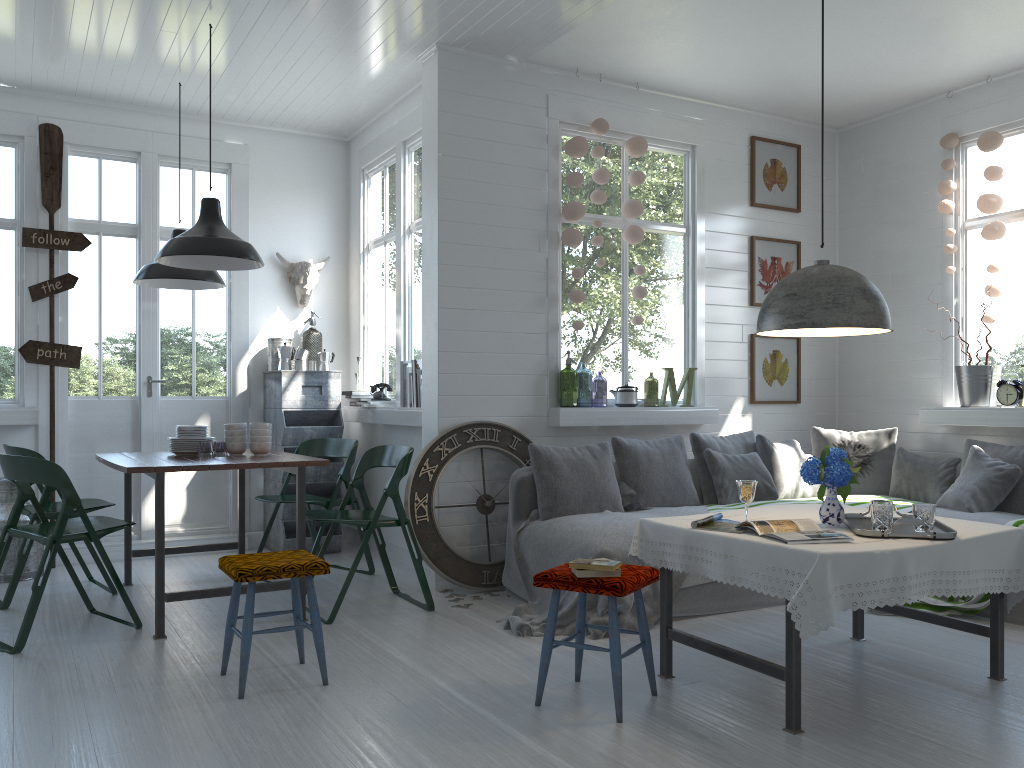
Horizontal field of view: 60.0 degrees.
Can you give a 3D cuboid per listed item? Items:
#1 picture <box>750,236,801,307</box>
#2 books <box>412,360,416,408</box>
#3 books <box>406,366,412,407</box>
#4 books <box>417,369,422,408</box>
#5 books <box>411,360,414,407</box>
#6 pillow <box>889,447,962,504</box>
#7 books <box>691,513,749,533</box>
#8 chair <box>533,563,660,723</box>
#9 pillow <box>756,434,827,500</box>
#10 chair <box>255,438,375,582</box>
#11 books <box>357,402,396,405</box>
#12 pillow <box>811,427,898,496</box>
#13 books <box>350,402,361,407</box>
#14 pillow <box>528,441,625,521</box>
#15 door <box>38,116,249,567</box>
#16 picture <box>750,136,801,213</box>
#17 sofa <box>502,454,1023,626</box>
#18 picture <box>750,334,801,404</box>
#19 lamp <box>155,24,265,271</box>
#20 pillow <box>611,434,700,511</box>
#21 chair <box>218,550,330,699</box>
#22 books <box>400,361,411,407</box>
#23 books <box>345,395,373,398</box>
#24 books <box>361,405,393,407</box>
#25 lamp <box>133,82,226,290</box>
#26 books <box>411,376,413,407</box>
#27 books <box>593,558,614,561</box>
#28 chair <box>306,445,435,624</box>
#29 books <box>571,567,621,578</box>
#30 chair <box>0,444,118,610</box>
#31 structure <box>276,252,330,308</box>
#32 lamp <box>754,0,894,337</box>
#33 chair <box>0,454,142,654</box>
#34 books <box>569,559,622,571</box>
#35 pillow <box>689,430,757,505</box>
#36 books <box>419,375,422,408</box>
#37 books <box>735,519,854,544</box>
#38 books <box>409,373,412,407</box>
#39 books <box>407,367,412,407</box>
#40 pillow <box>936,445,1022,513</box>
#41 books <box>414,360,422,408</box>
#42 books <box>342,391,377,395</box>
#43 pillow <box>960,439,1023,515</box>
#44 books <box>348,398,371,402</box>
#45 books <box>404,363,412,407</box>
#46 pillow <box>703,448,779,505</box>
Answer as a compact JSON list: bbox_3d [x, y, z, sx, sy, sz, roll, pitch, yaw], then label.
[{"bbox_3d":[2.233,-0.937,7.496,0.555,0.580,0.036,0,0,-29],"label":"picture"},{"bbox_3d":[-0.627,0.002,6.492,0.194,0.352,0.070,0,0,-29],"label":"books"},{"bbox_3d":[-0.691,0.022,6.606,0.199,0.315,0.025,0,0,-29],"label":"books"},{"bbox_3d":[-0.605,0.036,6.431,0.166,0.283,0.061,0,0,-29],"label":"books"},{"bbox_3d":[-0.641,0.001,6.511,0.194,0.355,0.049,0,0,-29],"label":"books"},{"bbox_3d":[3.095,0.698,6.615,0.280,0.438,0.495,0,-1,-28],"label":"pillow"},{"bbox_3d":[0.963,0.618,3.945,0.229,0.043,0.300,-1,-1,35],"label":"books"},{"bbox_3d":[0.364,1.074,3.785,0.419,0.562,0.419,0,0,31],"label":"chair"},{"bbox_3d":[2.107,0.642,6.816,0.616,0.526,0.344,0,0,-30],"label":"pillow"},{"bbox_3d":[-1.454,0.907,6.431,0.651,1.006,0.730,0,0,41],"label":"chair"},{"bbox_3d":[-1.103,0.159,7.229,0.232,0.017,0.307,1,-1,-31],"label":"books"},{"bbox_3d":[2.718,0.622,7.005,0.638,0.561,0.395,0,0,10],"label":"pillow"},{"bbox_3d":[-1.220,0.170,7.545,0.236,0.040,0.320,0,-1,-27],"label":"books"},{"bbox_3d":[0.434,0.647,5.851,0.639,0.521,0.279,0,0,-30],"label":"pillow"},{"bbox_3d":[-2.961,-0.332,7.252,1.610,3.480,0.254,0,0,-29],"label":"door"},{"bbox_3d":[2.233,-1.766,7.495,0.555,0.580,0.036,0,0,-29],"label":"picture"},{"bbox_3d":[2.210,0.980,5.236,3.394,0.899,3.408,1,-1,-30],"label":"sofa"},{"bbox_3d":[2.233,-0.123,7.497,0.555,0.580,0.036,0,0,-29],"label":"picture"},{"bbox_3d":[-1.884,-1.503,5.543,0.650,1.499,0.650,0,0,-33],"label":"lamp"},{"bbox_3d":[1.021,0.627,6.286,0.641,0.520,0.280,0,0,-29],"label":"pillow"},{"bbox_3d":[-1.091,1.078,4.057,0.419,0.562,0.419,0,0,-29],"label":"chair"},{"bbox_3d":[-0.740,0.005,6.686,0.194,0.351,0.065,0,0,-29],"label":"books"},{"bbox_3d":[-1.258,0.108,7.524,0.262,0.028,0.320,0,-1,-19],"label":"books"},{"bbox_3d":[-1.101,0.176,7.224,0.232,0.017,0.313,0,-1,-14],"label":"books"},{"bbox_3d":[-2.461,-1.486,6.573,0.650,1.499,0.650,0,0,16],"label":"lamp"},{"bbox_3d":[-0.677,0.058,6.508,0.122,0.240,0.054,0,0,-29],"label":"books"},{"bbox_3d":[0.363,0.785,3.881,0.189,0.012,0.133,1,-1,-31],"label":"books"},{"bbox_3d":[-0.912,0.890,5.465,0.730,1.006,0.651,0,0,-29],"label":"chair"},{"bbox_3d":[0.347,0.772,3.669,0.182,0.030,0.128,0,-1,-7],"label":"books"},{"bbox_3d":[-3.033,0.897,5.846,0.730,1.006,0.651,0,0,-39],"label":"chair"},{"bbox_3d":[-1.833,-0.915,7.834,0.491,0.471,0.189,0,0,-27],"label":"structure"},{"bbox_3d":[1.418,-1.256,4.050,0.601,2.044,0.601,0,0,31],"label":"lamp"},{"bbox_3d":[-2.507,0.881,4.908,0.651,1.006,0.730,0,0,41],"label":"chair"},{"bbox_3d":[0.345,0.746,3.672,0.189,0.022,0.133,0,-1,22],"label":"books"},{"bbox_3d":[1.635,0.634,6.618,0.639,0.561,0.279,0,0,-29],"label":"pillow"},{"bbox_3d":[-0.589,0.057,6.400,0.148,0.240,0.058,0,0,-29],"label":"books"},{"bbox_3d":[1.173,0.608,3.717,0.300,0.049,0.422,0,-1,-14],"label":"books"},{"bbox_3d":[-0.689,0.048,6.537,0.137,0.262,0.056,0,0,-29],"label":"books"},{"bbox_3d":[-0.680,0.027,6.587,0.194,0.305,0.040,0,0,-29],"label":"books"},{"bbox_3d":[3.139,0.655,6.001,0.416,0.463,0.380,0,0,-14],"label":"pillow"},{"bbox_3d":[-0.610,0.000,6.466,0.204,0.354,0.063,0,0,-29],"label":"books"},{"bbox_3d":[-1.286,0.078,7.521,0.236,0.035,0.296,0,-1,-27],"label":"books"},{"bbox_3d":[3.373,0.652,6.114,0.279,0.521,0.639,0,-1,-30],"label":"pillow"},{"bbox_3d":[-1.233,0.136,7.550,0.236,0.028,0.299,1,-1,-31],"label":"books"},{"bbox_3d":[-0.711,0.014,6.631,0.187,0.333,0.060,0,0,-29],"label":"books"},{"bbox_3d":[1.640,0.687,6.461,0.528,0.445,0.277,0,0,-15],"label":"pillow"}]
